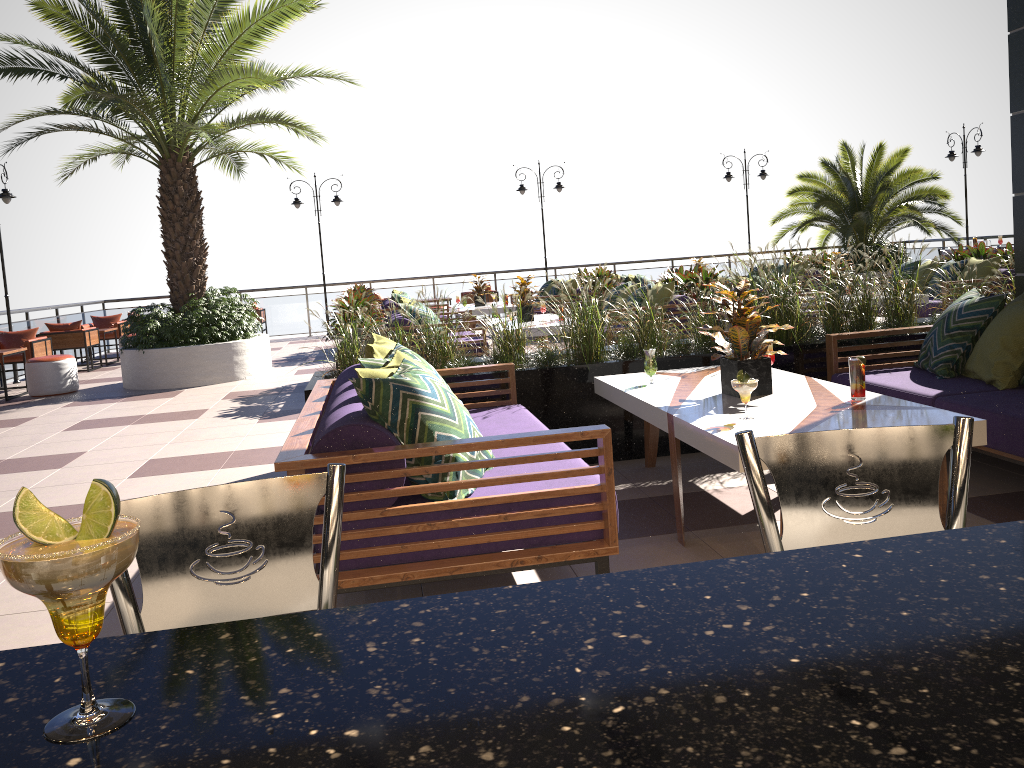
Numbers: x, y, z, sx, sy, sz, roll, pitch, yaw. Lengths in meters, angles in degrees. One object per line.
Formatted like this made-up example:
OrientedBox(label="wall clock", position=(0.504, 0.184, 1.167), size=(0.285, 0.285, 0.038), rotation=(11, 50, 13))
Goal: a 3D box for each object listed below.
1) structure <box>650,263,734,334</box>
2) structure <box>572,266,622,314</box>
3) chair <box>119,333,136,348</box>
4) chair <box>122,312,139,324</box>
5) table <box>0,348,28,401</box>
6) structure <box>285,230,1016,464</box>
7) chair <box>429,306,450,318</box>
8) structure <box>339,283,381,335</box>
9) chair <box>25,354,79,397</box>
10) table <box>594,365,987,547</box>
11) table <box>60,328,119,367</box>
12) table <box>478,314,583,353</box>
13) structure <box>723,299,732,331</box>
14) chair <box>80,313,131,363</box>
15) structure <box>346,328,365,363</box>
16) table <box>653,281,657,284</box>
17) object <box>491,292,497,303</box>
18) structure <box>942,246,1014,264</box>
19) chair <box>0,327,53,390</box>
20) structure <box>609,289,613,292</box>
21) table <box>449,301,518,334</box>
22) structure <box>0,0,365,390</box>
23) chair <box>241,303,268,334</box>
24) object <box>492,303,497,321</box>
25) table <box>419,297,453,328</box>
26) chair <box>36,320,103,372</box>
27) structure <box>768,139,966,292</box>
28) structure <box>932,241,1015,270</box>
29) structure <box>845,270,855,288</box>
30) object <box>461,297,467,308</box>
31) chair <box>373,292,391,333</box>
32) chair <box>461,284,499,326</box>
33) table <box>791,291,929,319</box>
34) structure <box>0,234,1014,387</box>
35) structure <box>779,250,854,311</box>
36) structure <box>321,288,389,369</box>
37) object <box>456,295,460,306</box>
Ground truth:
OrientedBox(label="structure", position=(2.093, -0.826, 10.348), size=(0.701, 1.166, 2.433), rotation=(-5, 7, -6))
OrientedBox(label="structure", position=(1.378, -1.396, 14.825), size=(0.715, 1.165, 2.260), rotation=(-5, 7, -12))
OrientedBox(label="chair", position=(-6.387, -0.624, 15.105), size=(0.578, 0.478, 0.581), rotation=(-5, 7, -10))
OrientedBox(label="chair", position=(-7.161, -1.035, 17.257), size=(0.714, 0.812, 0.718), rotation=(-5, 6, -8))
OrientedBox(label="table", position=(-6.534, -0.097, 10.989), size=(0.756, 0.586, 0.743), rotation=(-5, 7, -8))
OrientedBox(label="structure", position=(0.035, -0.623, 2.156), size=(24.731, 3.107, 7.860), rotation=(-5, 8, -8))
OrientedBox(label="chair", position=(-1.494, -1.289, 17.334), size=(0.578, 0.478, 0.582), rotation=(-4, 6, 0))
OrientedBox(label="structure", position=(-2.424, -1.038, 14.232), size=(0.737, 1.165, 2.264), rotation=(-5, 7, -7))
OrientedBox(label="chair", position=(-5.765, -0.113, 11.098), size=(0.579, 0.478, 0.581), rotation=(-5, 7, -10))
OrientedBox(label="table", position=(1.106, 0.319, 4.138), size=(0.942, 0.550, 2.048), rotation=(-5, 8, -8))
OrientedBox(label="table", position=(-7.157, -0.608, 14.996), size=(0.756, 0.586, 0.743), rotation=(-5, 7, -8))
OrientedBox(label="table", position=(0.212, -0.441, 10.078), size=(0.942, 0.551, 2.048), rotation=(-5, 8, -8))
OrientedBox(label="structure", position=(2.293, -0.546, 9.203), size=(0.180, 0.697, 0.100), rotation=(-5, 5, -8))
OrientedBox(label="chair", position=(-7.314, -0.841, 15.941), size=(0.715, 0.812, 0.717), rotation=(-5, 6, -8))
OrientedBox(label="structure", position=(-1.500, -0.191, 8.635), size=(0.180, 0.697, 0.100), rotation=(-5, 5, -8))
OrientedBox(label="table", position=(2.975, -1.870, 18.783), size=(0.740, 0.586, 0.759), rotation=(-5, 7, -8))
OrientedBox(label="object", position=(-0.312, -1.483, 15.139), size=(0.105, 0.196, 0.106), rotation=(-2, 6, 24))
OrientedBox(label="structure", position=(8.302, -1.895, 13.500), size=(0.805, 1.320, 4.425), rotation=(-5, 8, -8))
OrientedBox(label="chair", position=(-6.692, -0.330, 11.934), size=(0.715, 0.812, 0.717), rotation=(-5, 6, -8))
OrientedBox(label="structure", position=(1.604, -1.110, 13.631), size=(0.180, 0.697, 0.100), rotation=(-5, 5, -8))
OrientedBox(label="table", position=(-0.473, -1.003, 14.484), size=(0.942, 0.551, 2.048), rotation=(-5, 8, -8))
OrientedBox(label="structure", position=(-4.354, -3.180, 11.514), size=(4.739, 6.472, 4.737), rotation=(-3, 6, 9))
OrientedBox(label="chair", position=(-5.276, -1.211, 17.539), size=(0.714, 0.812, 0.718), rotation=(-5, 6, -8))
OrientedBox(label="object", position=(-0.205, -0.856, 10.516), size=(0.069, 0.210, 0.069), rotation=(-6, 5, -20))
OrientedBox(label="table", position=(-1.607, -1.441, 18.096), size=(0.740, 0.586, 0.759), rotation=(-5, 7, -8))
OrientedBox(label="chair", position=(-7.021, -0.601, 14.055), size=(0.715, 0.812, 0.717), rotation=(-5, 6, -8))
OrientedBox(label="structure", position=(7.332, -3.503, 18.476), size=(3.769, 3.287, 3.805), rotation=(-10, 8, -40))
OrientedBox(label="structure", position=(5.916, -1.185, 10.924), size=(0.737, 1.165, 2.264), rotation=(-5, 7, -7))
OrientedBox(label="structure", position=(5.441, -1.469, 14.206), size=(0.180, 0.697, 0.100), rotation=(-5, 5, -8))
OrientedBox(label="object", position=(-0.740, -1.258, 13.746), size=(0.082, 0.197, 0.069), rotation=(-1, 6, 33))
OrientedBox(label="chair", position=(-2.547, -1.466, 17.948), size=(0.714, 0.812, 0.718), rotation=(-5, 6, -8))
OrientedBox(label="chair", position=(-0.662, -1.643, 18.231), size=(0.714, 0.812, 0.718), rotation=(-5, 6, -8))
OrientedBox(label="table", position=(3.961, -0.792, 10.640), size=(0.942, 0.550, 2.048), rotation=(-5, 8, -8))
OrientedBox(label="structure", position=(1.444, -1.142, 12.636), size=(17.505, 1.053, 12.990), rotation=(-5, 8, -8))
OrientedBox(label="structure", position=(5.190, -1.749, 15.373), size=(0.737, 1.165, 2.264), rotation=(-5, 7, -7))
OrientedBox(label="structure", position=(-1.698, -0.473, 9.783), size=(0.737, 1.165, 2.264), rotation=(-5, 7, -7))
OrientedBox(label="object", position=(-0.917, -1.415, 15.022), size=(0.068, 0.180, 0.069), rotation=(-2, 5, 24))
